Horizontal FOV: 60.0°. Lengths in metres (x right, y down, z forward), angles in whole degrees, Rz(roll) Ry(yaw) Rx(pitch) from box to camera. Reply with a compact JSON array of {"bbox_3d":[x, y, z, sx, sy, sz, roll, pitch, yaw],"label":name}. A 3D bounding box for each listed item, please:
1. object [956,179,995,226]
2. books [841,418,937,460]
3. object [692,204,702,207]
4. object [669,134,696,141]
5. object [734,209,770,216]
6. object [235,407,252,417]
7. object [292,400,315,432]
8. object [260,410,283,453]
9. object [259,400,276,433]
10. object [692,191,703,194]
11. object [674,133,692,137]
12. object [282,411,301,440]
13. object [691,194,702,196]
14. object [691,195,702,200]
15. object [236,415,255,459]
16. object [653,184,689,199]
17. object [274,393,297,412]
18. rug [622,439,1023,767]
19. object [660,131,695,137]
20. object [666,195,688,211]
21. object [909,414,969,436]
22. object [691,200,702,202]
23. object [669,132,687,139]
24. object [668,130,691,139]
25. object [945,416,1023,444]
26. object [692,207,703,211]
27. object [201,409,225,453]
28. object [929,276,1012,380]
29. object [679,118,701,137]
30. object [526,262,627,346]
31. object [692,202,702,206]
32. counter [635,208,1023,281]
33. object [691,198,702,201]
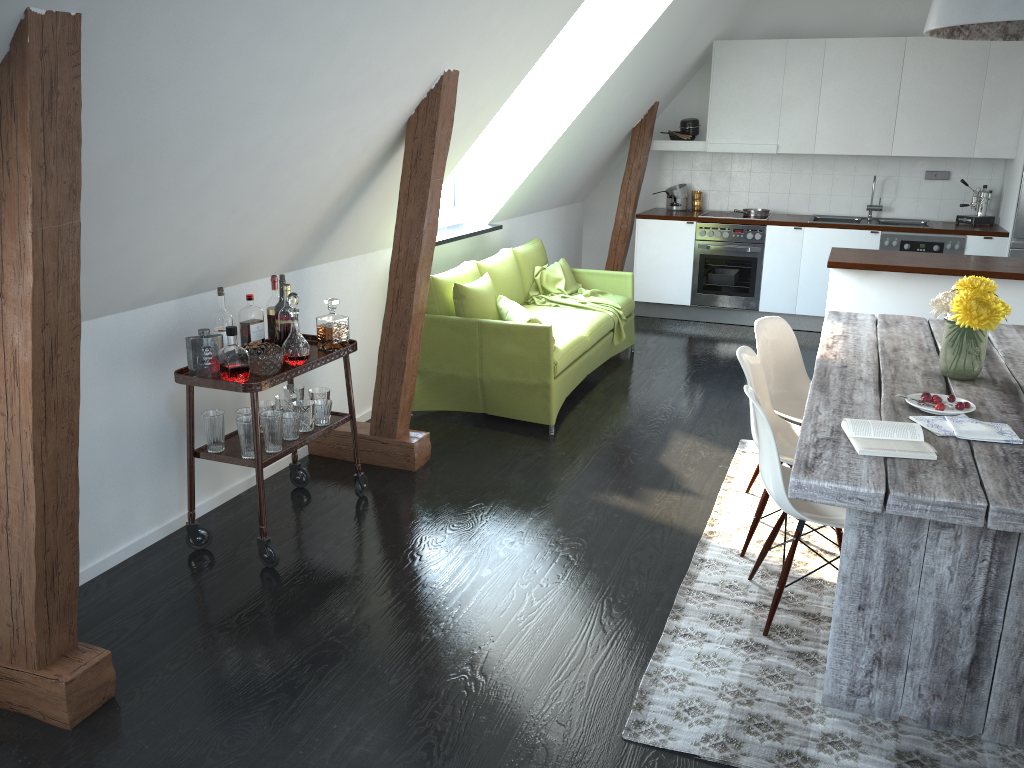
[{"bbox_3d":[3.797,-1.497,7.291,0.353,0.370,0.206,-6,17,-22],"label":"object"},{"bbox_3d":[1.067,0.146,2.521,0.202,0.042,0.251,3,16,9],"label":"books"},{"bbox_3d":[1.711,-1.645,8.205,0.100,0.048,0.099,14,20,37],"label":"object"},{"bbox_3d":[1.533,-2.215,7.966,0.243,0.056,0.350,4,16,9],"label":"object"},{"bbox_3d":[2.094,-1.519,7.818,0.351,0.061,0.232,-1,16,-6],"label":"object"},{"bbox_3d":[-1.031,0.178,3.469,0.087,0.155,0.087,-1,16,-6],"label":"object"},{"bbox_3d":[-0.866,0.134,3.692,0.095,0.119,0.095,-4,17,-17],"label":"object"},{"bbox_3d":[-0.929,0.186,3.445,0.087,0.155,0.087,-1,16,-6],"label":"object"},{"bbox_3d":[-1.023,0.136,3.676,0.095,0.119,0.095,-4,17,-17],"label":"object"},{"bbox_3d":[1.706,-1.755,8.173,0.100,0.047,0.099,6,17,16],"label":"object"},{"bbox_3d":[1.534,-2.236,7.962,0.065,0.031,0.335,-5,17,-21],"label":"object"},{"bbox_3d":[-0.899,0.172,3.596,0.092,0.099,0.092,0,16,-2],"label":"object"},{"bbox_3d":[1.705,-1.736,8.180,0.100,0.036,0.100,-13,21,-39],"label":"object"},{"bbox_3d":[1.705,-1.720,8.185,0.100,0.036,0.100,-3,16,-12],"label":"object"},{"bbox_3d":[-1.002,0.204,3.379,0.087,0.155,0.087,-1,16,-6],"label":"object"},{"bbox_3d":[1.453,-1.766,8.194,0.371,0.169,0.203,-1,16,-7],"label":"object"},{"bbox_3d":[-0.959,0.108,3.777,0.095,0.119,0.095,-4,17,-17],"label":"object"},{"bbox_3d":[1.664,0.746,3.345,1.898,0.022,2.677,7,17,20],"label":"rug"},{"bbox_3d":[1.480,-2.247,8.021,0.357,0.075,0.244,-1,16,-8],"label":"object"},{"bbox_3d":[1.531,-1.672,8.156,0.200,0.154,0.348,1,16,0],"label":"object"},{"bbox_3d":[1.319,0.122,2.664,0.182,0.014,0.185,-1,16,-5],"label":"object"},{"bbox_3d":[1.709,-1.683,8.199,0.099,0.043,0.100,3,16,8],"label":"object"},{"bbox_3d":[1.477,-2.222,7.928,0.065,0.065,0.332,-2,16,-12],"label":"object"},{"bbox_3d":[1.492,-2.230,7.930,0.061,0.077,0.331,-5,17,-20],"label":"object"},{"bbox_3d":[1.391,0.134,2.620,0.182,0.016,0.179,5,17,15],"label":"object"},{"bbox_3d":[1.713,-1.624,8.212,0.100,0.036,0.100,6,17,17],"label":"object"},{"bbox_3d":[-1.152,0.185,3.437,0.087,0.155,0.087,-1,16,-6],"label":"object"},{"bbox_3d":[1.629,-0.203,3.168,0.233,0.365,0.293,-1,16,-8],"label":"object"},{"bbox_3d":[1.599,-2.308,7.984,0.190,0.166,0.200,-4,17,-16],"label":"object"},{"bbox_3d":[0.511,-0.600,6.412,0.722,0.493,0.711,5,17,15],"label":"object"},{"bbox_3d":[1.710,-1.662,8.202,0.099,0.051,0.099,3,16,6],"label":"object"},{"bbox_3d":[2.371,-1.081,6.508,3.365,0.038,3.085,7,17,20],"label":"counter"},{"bbox_3d":[1.707,-1.703,8.193,0.099,0.057,0.101,11,19,31],"label":"object"}]
